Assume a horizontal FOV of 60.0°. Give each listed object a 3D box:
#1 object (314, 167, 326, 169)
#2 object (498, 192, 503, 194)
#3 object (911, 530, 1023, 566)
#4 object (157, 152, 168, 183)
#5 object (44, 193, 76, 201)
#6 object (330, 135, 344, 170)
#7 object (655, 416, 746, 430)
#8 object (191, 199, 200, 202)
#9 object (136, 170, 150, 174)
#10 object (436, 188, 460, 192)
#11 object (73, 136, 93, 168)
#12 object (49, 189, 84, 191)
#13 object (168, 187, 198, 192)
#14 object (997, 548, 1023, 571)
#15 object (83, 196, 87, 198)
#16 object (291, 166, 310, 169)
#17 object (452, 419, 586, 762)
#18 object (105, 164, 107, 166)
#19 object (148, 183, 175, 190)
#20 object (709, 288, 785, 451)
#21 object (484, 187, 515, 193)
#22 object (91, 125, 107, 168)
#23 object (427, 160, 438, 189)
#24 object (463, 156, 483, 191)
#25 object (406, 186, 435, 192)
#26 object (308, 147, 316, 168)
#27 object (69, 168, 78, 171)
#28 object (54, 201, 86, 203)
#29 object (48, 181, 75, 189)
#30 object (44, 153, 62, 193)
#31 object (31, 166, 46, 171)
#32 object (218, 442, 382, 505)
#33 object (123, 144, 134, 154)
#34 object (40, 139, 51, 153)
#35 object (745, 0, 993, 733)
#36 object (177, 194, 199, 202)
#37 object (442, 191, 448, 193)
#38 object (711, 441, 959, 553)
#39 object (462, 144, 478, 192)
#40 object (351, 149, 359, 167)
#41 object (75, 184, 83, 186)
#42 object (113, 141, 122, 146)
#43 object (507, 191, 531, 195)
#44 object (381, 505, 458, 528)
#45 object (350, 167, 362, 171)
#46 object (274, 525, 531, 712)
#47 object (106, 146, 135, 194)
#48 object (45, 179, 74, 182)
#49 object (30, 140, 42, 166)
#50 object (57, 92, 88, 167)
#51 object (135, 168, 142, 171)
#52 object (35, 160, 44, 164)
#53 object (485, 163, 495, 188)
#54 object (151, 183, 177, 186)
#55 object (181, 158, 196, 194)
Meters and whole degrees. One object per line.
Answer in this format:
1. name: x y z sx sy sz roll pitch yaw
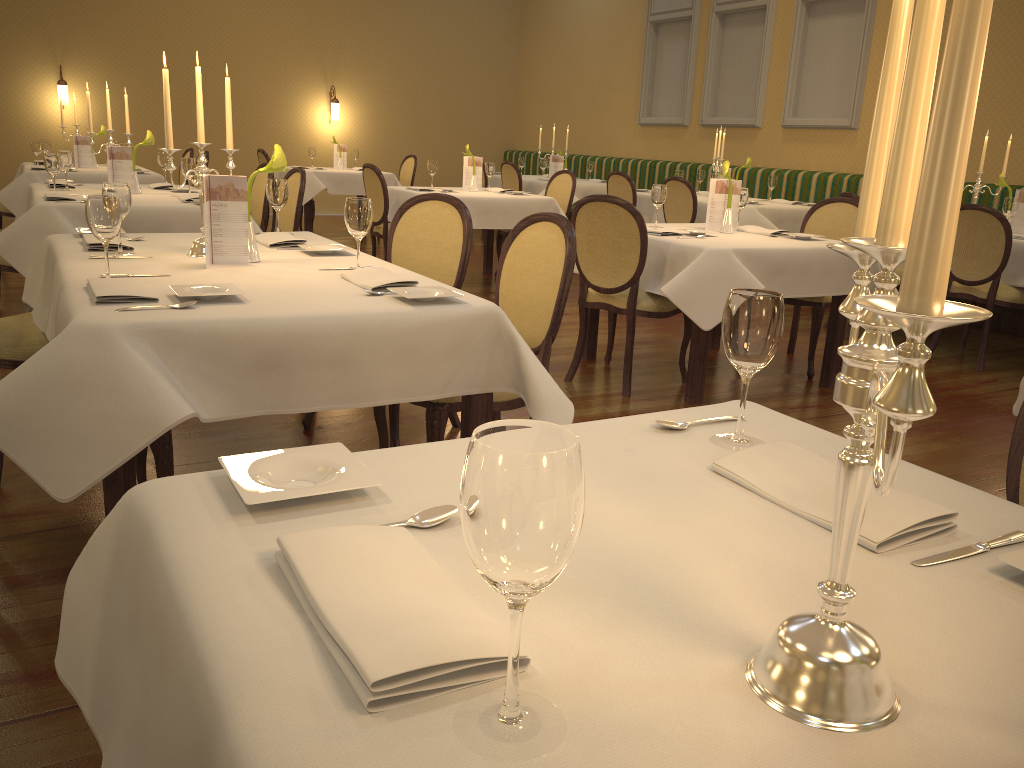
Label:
1. object: -2.164 -2.422 9.961 0.160 0.024 0.160 -6 18 -28
2. object: -0.039 -1.556 7.216 0.181 0.015 0.038 -5 17 -27
3. object: 0.517 0.185 0.996 0.185 0.010 0.017 -5 17 -27
4. object: -2.372 -1.466 6.059 0.088 0.229 0.088 8 16 18
5. object: -2.419 -0.999 4.746 0.142 0.024 0.273 -6 18 -28
6. object: -1.984 -2.631 10.091 0.076 0.375 0.163 14 19 36
7. object: 0.303 0.059 1.408 0.181 0.015 0.038 -5 17 -27
8. object: -1.666 -0.997 4.871 0.160 0.024 0.160 -6 18 -28
9. object: -3.115 -1.767 7.406 0.160 0.024 0.160 -6 18 -28
10. object: -0.513 -1.544 7.072 0.160 0.024 0.160 -6 18 -28
11. object: -3.793 -2.036 7.790 0.081 0.277 0.166 12 18 31
12. object: -2.676 -1.167 5.329 0.185 0.010 0.017 -6 17 -28
13. object: -2.100 -1.237 5.667 0.160 0.024 0.160 -6 18 -28
14. object: 0.618 0.207 0.911 0.160 0.024 0.160 -6 18 -28
15. object: -2.203 -0.989 4.747 0.160 0.024 0.160 -6 18 -28
16. object: -2.379 -2.431 9.960 0.142 0.024 0.273 -6 18 -28
17. object: 0.004 0.145 0.635 0.088 0.229 0.088 8 16 18
18. object: -3.768 -2.080 8.414 0.142 0.033 0.273 -6 18 -28
19. object: -2.320 -1.310 5.879 0.142 0.033 0.273 -6 18 -28
20. object: 0.345 -0.022 1.303 0.088 0.229 0.088 8 16 18
21. object: -0.105 -1.606 7.361 0.142 0.033 0.273 -6 18 -28
22. object: -3.687 -2.110 7.885 0.163 0.375 0.076 1 15 -7
23. object: -0.663 -1.745 7.386 0.088 0.229 0.088 8 16 18
24. object: -0.313 -1.740 7.348 0.166 0.277 0.081 8 16 16
25. object: -0.729 -1.554 7.071 0.142 0.024 0.273 -6 18 -28
26. object: -2.314 -2.623 10.274 0.088 0.229 0.088 8 16 18
27. object: -3.652 -1.759 7.281 0.160 0.024 0.160 -6 18 -28
28. object: -2.268 -0.945 4.589 0.181 0.015 0.038 -5 17 -27
29. object: -2.829 -1.249 5.566 0.142 0.033 0.273 -6 18 -28
30. object: -2.517 -1.147 4.871 0.088 0.229 0.088 8 16 18
31. object: -3.868 -1.769 7.281 0.142 0.024 0.273 -6 18 -28
32. object: -0.261 0.116 1.082 0.160 0.024 0.160 -6 18 -28
33. object: -3.354 -1.986 7.768 0.088 0.229 0.088 8 16 18
34. object: -4.162 -2.070 7.926 0.088 0.229 0.088 8 16 18
35. object: 0.271 -0.062 0.648 0.131 0.655 0.390 10 17 25
36. object: -1.822 -1.065 5.082 0.142 0.033 0.273 -6 18 -28
37. object: -0.577 -1.500 6.915 0.181 0.015 0.038 -5 17 -27
38. object: 0.398 0.135 1.123 0.142 0.033 0.273 -6 18 -28
39. object: -0.334 -1.754 7.202 0.076 0.375 0.163 14 19 36
40. object: -1.839 -2.634 10.401 0.088 0.229 0.088 8 16 18
41. object: -2.861 -1.289 5.731 0.181 0.015 0.038 -5 17 -27
42. object: -3.820 -2.236 8.594 0.088 0.229 0.088 8 16 18
43. object: 0.051 -1.538 7.150 0.160 0.024 0.160 -6 18 -28
44. object: -0.144 0.155 0.975 0.181 0.015 0.038 -5 17 -27
45. object: -1.756 -2.484 10.250 0.142 0.033 0.273 -6 18 -28
46. object: -0.112 0.196 0.810 0.142 0.033 0.273 -6 18 -28
47. object: -2.344 -1.266 5.255 0.081 0.277 0.166 12 18 31
48. object: -2.978 -1.329 5.838 0.160 0.024 0.160 -6 18 -28
49. object: -3.965 -1.917 7.406 0.088 0.229 0.088 8 16 18
50. object: -3.895 -2.277 7.938 0.131 0.655 0.390 4 15 5
51. object: -3.270 -1.835 7.617 0.142 0.033 0.273 -6 18 -28
52. object: -4.278 -2.019 8.101 0.142 0.033 0.273 -6 18 -28
53. object: -0.189 -1.756 7.512 0.088 0.229 0.088 8 16 18
54. object: -2.415 -1.386 6.164 0.181 0.015 0.038 -5 17 -27
55. object: -1.906 -1.216 5.233 0.088 0.229 0.088 8 16 18
